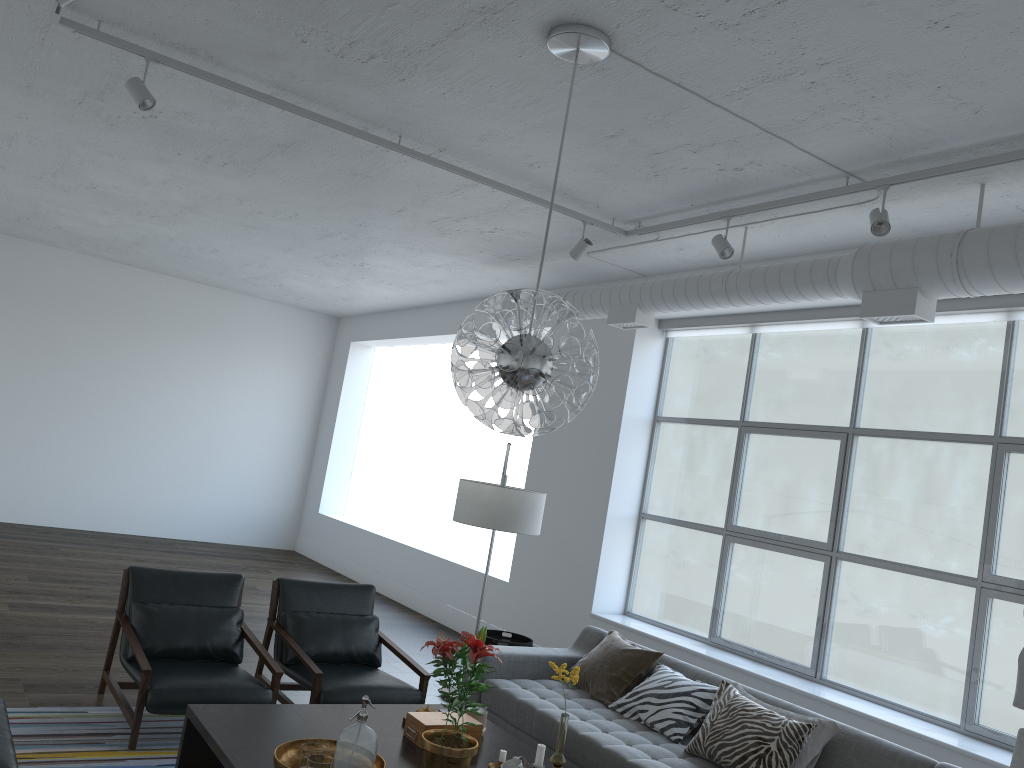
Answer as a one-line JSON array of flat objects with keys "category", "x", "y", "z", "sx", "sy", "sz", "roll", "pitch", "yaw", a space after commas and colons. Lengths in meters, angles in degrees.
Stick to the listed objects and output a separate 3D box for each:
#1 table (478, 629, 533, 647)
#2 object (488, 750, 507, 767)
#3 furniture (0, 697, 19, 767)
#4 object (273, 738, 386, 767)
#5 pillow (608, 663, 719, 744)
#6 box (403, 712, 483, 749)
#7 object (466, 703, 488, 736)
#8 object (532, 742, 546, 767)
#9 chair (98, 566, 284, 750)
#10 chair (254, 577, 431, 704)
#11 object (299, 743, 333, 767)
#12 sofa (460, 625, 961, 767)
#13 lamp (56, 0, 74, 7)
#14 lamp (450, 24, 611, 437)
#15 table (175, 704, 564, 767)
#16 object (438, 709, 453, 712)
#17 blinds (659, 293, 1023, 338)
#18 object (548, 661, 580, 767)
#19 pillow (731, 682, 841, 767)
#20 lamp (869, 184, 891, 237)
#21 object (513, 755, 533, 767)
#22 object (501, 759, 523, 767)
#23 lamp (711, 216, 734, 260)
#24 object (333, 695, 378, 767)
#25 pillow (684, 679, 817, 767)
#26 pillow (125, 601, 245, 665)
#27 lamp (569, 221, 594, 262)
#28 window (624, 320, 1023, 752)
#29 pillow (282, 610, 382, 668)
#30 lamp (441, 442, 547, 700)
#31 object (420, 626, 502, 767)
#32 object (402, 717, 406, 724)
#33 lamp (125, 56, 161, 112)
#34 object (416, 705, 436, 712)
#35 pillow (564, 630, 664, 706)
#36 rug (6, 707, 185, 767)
[{"category": "table", "x": -0.084, "y": 1.825, "z": 5.466, "sx": 0.379, "sy": 0.536, "sz": 0.379, "roll": 11, "pitch": -6, "yaw": -15}, {"category": "object", "x": -0.039, "y": 1.438, "z": 3.371, "sx": 0.102, "sy": 0.098, "sz": 0.102, "roll": 9, "pitch": -6, "yaw": 7}, {"category": "furniture", "x": -1.894, "y": 1.276, "z": 2.732, "sx": 0.583, "sy": 0.476, "sz": 0.827, "roll": 13, "pitch": -7, "yaw": -32}, {"category": "object", "x": -0.630, "y": 1.319, "z": 3.050, "sx": 0.383, "sy": 0.068, "sz": 0.383, "roll": 9, "pitch": -6, "yaw": 10}, {"category": "pillow", "x": 0.803, "y": 1.634, "z": 4.556, "sx": 0.346, "sy": 0.283, "sz": 0.578, "roll": 13, "pitch": -7, "yaw": -32}, {"category": "box", "x": -0.284, "y": 1.426, "z": 3.660, "sx": 0.294, "sy": 0.093, "sz": 0.169, "roll": 13, "pitch": -7, "yaw": -32}, {"category": "object", "x": -0.167, "y": 1.454, "z": 3.850, "sx": 0.117, "sy": 0.116, "sz": 0.106, "roll": 6, "pitch": -7, "yaw": 37}, {"category": "object", "x": 0.098, "y": 1.413, "z": 3.274, "sx": 0.098, "sy": 0.174, "sz": 0.098, "roll": 14, "pitch": -7, "yaw": -38}, {"category": "chair", "x": -1.652, "y": 1.390, "z": 4.600, "sx": 0.678, "sy": 0.698, "sz": 0.983, "roll": 13, "pitch": -7, "yaw": -32}, {"category": "chair", "x": -0.959, "y": 1.552, "z": 5.051, "sx": 0.678, "sy": 0.698, "sz": 0.983, "roll": 13, "pitch": -7, "yaw": -32}, {"category": "object", "x": -0.668, "y": 1.294, "z": 3.004, "sx": 0.085, "sy": 0.089, "sz": 0.195, "roll": 12, "pitch": -6, "yaw": -23}, {"category": "sofa", "x": 0.798, "y": 1.782, "z": 4.270, "sx": 0.991, "sy": 0.684, "sz": 2.541, "roll": 13, "pitch": -7, "yaw": -32}, {"category": "lamp", "x": -1.554, "y": -1.471, "z": 3.154, "sx": 0.154, "sy": 0.285, "sz": 0.100, "roll": 11, "pitch": -6, "yaw": -9}, {"category": "lamp", "x": 0.132, "y": -0.570, "z": 3.355, "sx": 0.552, "sy": 1.546, "sz": 0.552, "roll": 4, "pitch": -8, "yaw": 45}, {"category": "table", "x": -0.435, "y": 1.617, "z": 3.337, "sx": 1.306, "sy": 0.394, "sz": 1.362, "roll": 13, "pitch": -7, "yaw": -32}, {"category": "object", "x": -0.285, "y": 1.445, "z": 3.838, "sx": 0.058, "sy": 0.055, "sz": 0.058, "roll": 13, "pitch": -7, "yaw": -32}, {"category": "blinds", "x": 2.188, "y": -0.423, "z": 5.581, "sx": 0.086, "sy": 0.130, "sz": 3.613, "roll": 13, "pitch": -7, "yaw": -32}, {"category": "object", "x": 0.168, "y": 1.281, "z": 3.341, "sx": 0.121, "sy": 0.470, "sz": 0.120, "roll": 11, "pitch": -6, "yaw": -17}, {"category": "pillow", "x": 1.152, "y": 1.625, "z": 4.105, "sx": 0.254, "sy": 0.318, "sz": 0.663, "roll": 13, "pitch": -7, "yaw": -32}, {"category": "lamp", "x": 1.718, "y": -0.816, "z": 4.123, "sx": 0.087, "sy": 0.285, "sz": 0.154, "roll": 9, "pitch": -6, "yaw": 12}, {"category": "object", "x": 0.058, "y": 1.475, "z": 3.417, "sx": 0.124, "sy": 0.078, "sz": 0.069, "roll": 5, "pitch": -7, "yaw": 40}, {"category": "object", "x": -0.006, "y": 1.419, "z": 3.212, "sx": 0.121, "sy": 0.113, "sz": 0.124, "roll": 11, "pitch": -6, "yaw": -13}, {"category": "lamp", "x": 1.183, "y": -0.827, "z": 4.940, "sx": 0.087, "sy": 0.285, "sz": 0.154, "roll": 12, "pitch": -6, "yaw": -23}, {"category": "object", "x": -0.531, "y": 1.224, "z": 3.071, "sx": 0.143, "sy": 0.288, "sz": 0.143, "roll": 7, "pitch": -6, "yaw": 29}, {"category": "pillow", "x": 1.055, "y": 1.569, "z": 3.959, "sx": 0.271, "sy": 0.340, "sz": 0.576, "roll": 13, "pitch": -6, "yaw": -28}, {"category": "pillow", "x": -1.745, "y": 1.343, "z": 4.772, "sx": 0.612, "sy": 0.293, "sz": 0.246, "roll": 13, "pitch": -7, "yaw": -32}, {"category": "lamp", "x": 0.441, "y": -0.899, "z": 5.498, "sx": 0.095, "sy": 0.285, "sz": 0.154, "roll": 14, "pitch": -7, "yaw": -39}, {"category": "window", "x": 2.311, "y": 0.677, "z": 5.117, "sx": 0.107, "sy": 2.340, "sz": 4.566, "roll": 13, "pitch": -7, "yaw": -32}, {"category": "pillow", "x": -1.052, "y": 1.505, "z": 5.223, "sx": 0.612, "sy": 0.293, "sz": 0.246, "roll": 13, "pitch": -7, "yaw": -32}, {"category": "lamp", "x": -0.134, "y": 1.167, "z": 5.129, "sx": 0.432, "sy": 1.738, "sz": 2.162, "roll": 10, "pitch": -6, "yaw": 2}, {"category": "object", "x": -0.204, "y": 1.158, "z": 3.189, "sx": 0.275, "sy": 0.558, "sz": 0.284, "roll": 8, "pitch": -6, "yaw": 19}, {"category": "object", "x": -0.347, "y": 1.468, "z": 3.823, "sx": 0.214, "sy": 0.023, "sz": 0.130, "roll": 13, "pitch": -7, "yaw": -32}, {"category": "lamp", "x": -1.704, "y": -1.403, "z": 4.104, "sx": 0.154, "sy": 0.285, "sz": 0.088, "roll": 8, "pitch": -6, "yaw": 13}, {"category": "object", "x": -0.365, "y": 1.417, "z": 3.809, "sx": 0.103, "sy": 0.077, "sz": 0.103, "roll": 7, "pitch": -6, "yaw": 29}, {"category": "pillow", "x": 0.556, "y": 1.606, "z": 5.027, "sx": 0.298, "sy": 0.338, "sz": 0.597, "roll": 12, "pitch": -6, "yaw": -23}, {"category": "rug", "x": -0.565, "y": 1.798, "z": 3.299, "sx": 2.735, "sy": 0.012, "sz": 3.760, "roll": 13, "pitch": -7, "yaw": -32}]
